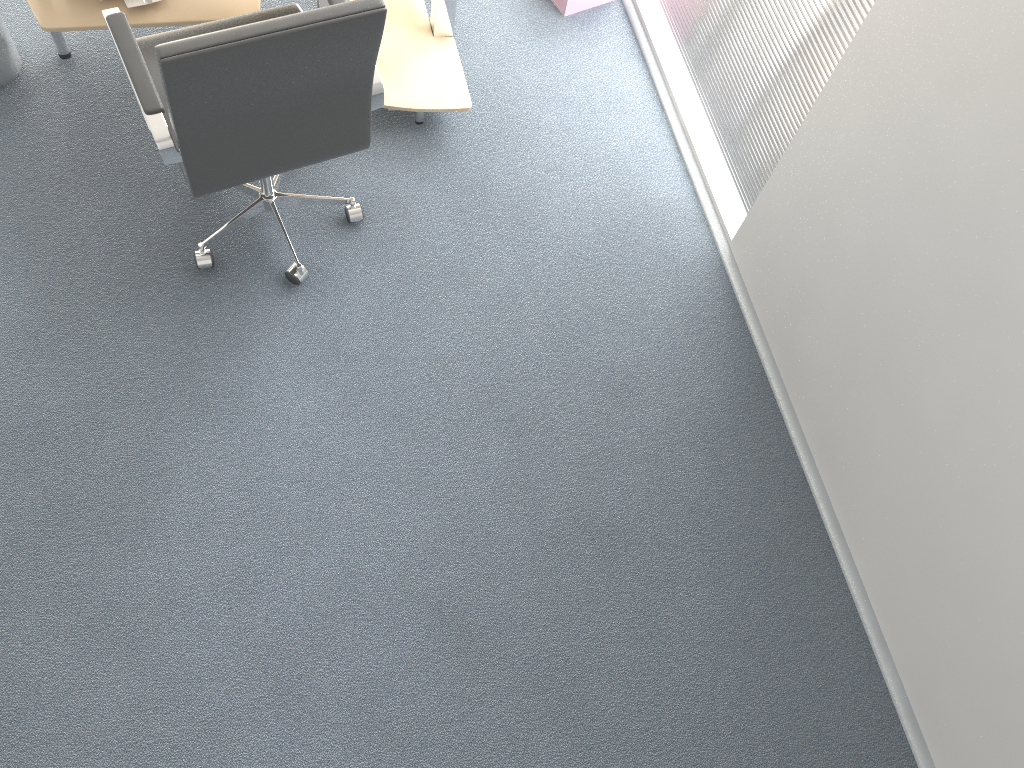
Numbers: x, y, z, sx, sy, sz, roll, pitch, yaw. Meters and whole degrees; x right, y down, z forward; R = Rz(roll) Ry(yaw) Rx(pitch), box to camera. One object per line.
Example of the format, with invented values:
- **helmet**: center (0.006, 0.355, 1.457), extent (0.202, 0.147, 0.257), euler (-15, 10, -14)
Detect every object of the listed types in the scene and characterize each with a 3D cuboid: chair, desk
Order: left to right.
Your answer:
- **desk**: center (-0.843, -1.478, 2.451), extent (1.469, 1.566, 0.967), euler (-8, 65, -13)
- **chair**: center (-0.698, -0.759, 2.403), extent (0.584, 1.048, 0.652), euler (-21, 69, -18)

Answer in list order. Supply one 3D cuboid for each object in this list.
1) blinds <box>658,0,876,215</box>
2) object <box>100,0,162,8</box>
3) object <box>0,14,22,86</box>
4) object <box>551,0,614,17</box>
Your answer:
- **blinds**: center (0.793, -2.016, 2.189), extent (0.022, 2.770, 1.950), euler (-8, 65, -13)
- **object**: center (-1.227, -1.375, 2.813), extent (0.438, 0.162, 0.351), euler (-23, 69, -19)
- **object**: center (-1.741, -1.152, 2.830), extent (0.208, 0.377, 0.208), euler (31, 63, 7)
- **object**: center (0.273, -1.602, 3.464), extent (0.245, 0.202, 0.185), euler (-26, 70, -20)
